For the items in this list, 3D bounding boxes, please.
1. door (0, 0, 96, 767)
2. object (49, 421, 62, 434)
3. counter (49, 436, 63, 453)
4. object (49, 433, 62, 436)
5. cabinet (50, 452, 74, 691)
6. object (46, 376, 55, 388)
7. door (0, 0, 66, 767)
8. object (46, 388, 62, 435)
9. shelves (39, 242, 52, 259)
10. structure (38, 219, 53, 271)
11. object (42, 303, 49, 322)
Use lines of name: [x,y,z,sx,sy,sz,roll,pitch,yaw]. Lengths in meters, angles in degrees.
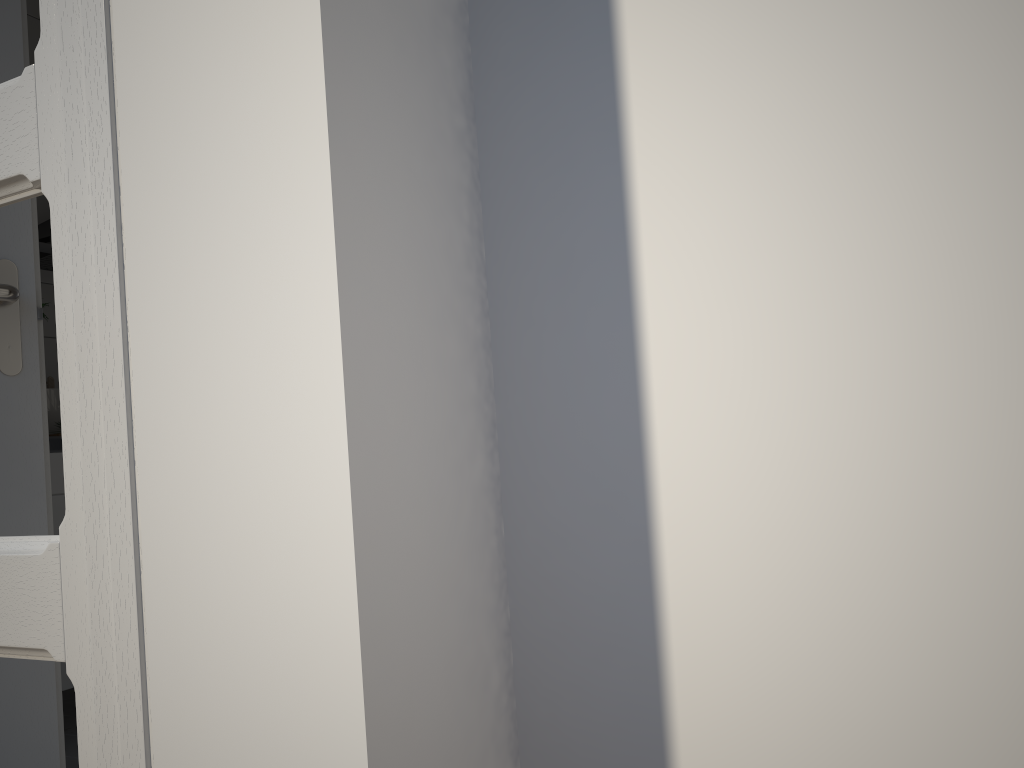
door: [-0.573,-0.341,0.906,0.603,2.323,0.156,-5,-2,27]
object: [-1.292,0.137,2.694,0.142,0.053,0.276,-8,-5,43]
counter: [-0.842,0.244,3.899,0.651,0.045,3.240,-6,-5,27]
object: [-1.291,0.161,2.699,0.220,0.012,0.330,-6,-5,27]
cabinet: [-0.808,0.660,3.882,0.663,0.794,3.239,-5,-4,27]
object: [-1.555,0.079,2.979,0.080,0.232,0.222,-3,-3,-12]
door: [-1.138,-0.258,1.518,0.601,2.323,0.157,-2,-3,-43]
object: [-1.549,0.113,2.921,0.247,0.175,0.248,-3,-4,-22]
shelves: [-1.162,-0.566,3.666,0.427,0.511,2.541,-5,-4,27]
structure: [-1.391,-0.959,3.235,0.473,1.091,0.868,-5,-3,27]
object: [-1.440,-0.084,2.471,0.283,0.508,0.174,-5,-2,15]
